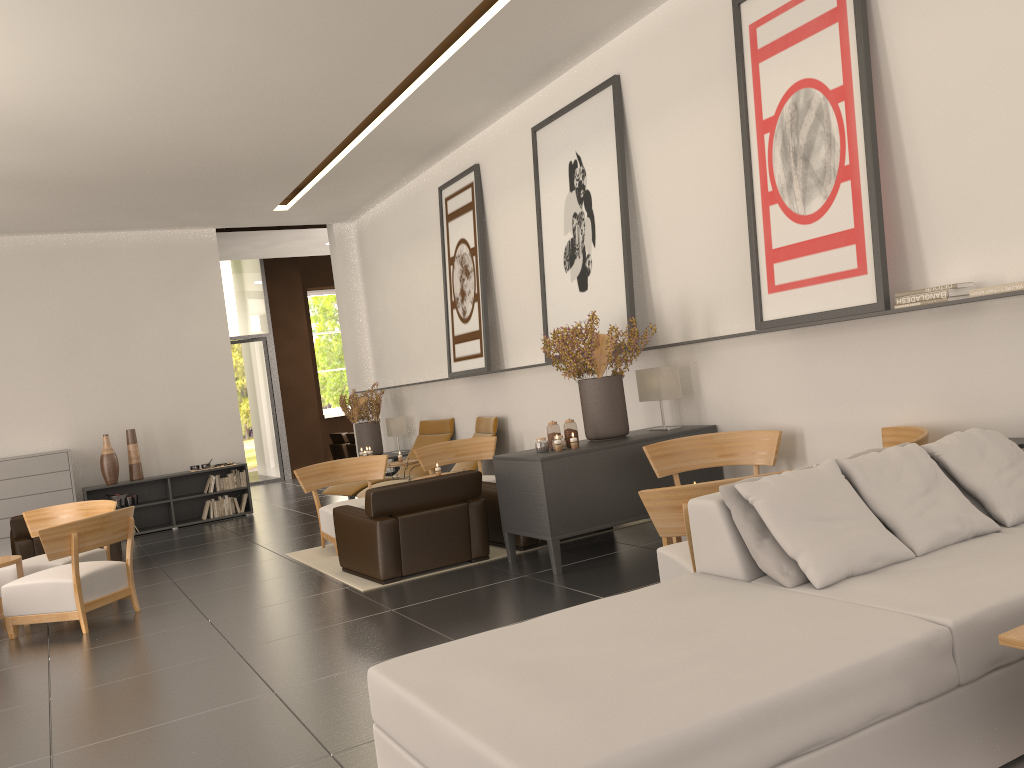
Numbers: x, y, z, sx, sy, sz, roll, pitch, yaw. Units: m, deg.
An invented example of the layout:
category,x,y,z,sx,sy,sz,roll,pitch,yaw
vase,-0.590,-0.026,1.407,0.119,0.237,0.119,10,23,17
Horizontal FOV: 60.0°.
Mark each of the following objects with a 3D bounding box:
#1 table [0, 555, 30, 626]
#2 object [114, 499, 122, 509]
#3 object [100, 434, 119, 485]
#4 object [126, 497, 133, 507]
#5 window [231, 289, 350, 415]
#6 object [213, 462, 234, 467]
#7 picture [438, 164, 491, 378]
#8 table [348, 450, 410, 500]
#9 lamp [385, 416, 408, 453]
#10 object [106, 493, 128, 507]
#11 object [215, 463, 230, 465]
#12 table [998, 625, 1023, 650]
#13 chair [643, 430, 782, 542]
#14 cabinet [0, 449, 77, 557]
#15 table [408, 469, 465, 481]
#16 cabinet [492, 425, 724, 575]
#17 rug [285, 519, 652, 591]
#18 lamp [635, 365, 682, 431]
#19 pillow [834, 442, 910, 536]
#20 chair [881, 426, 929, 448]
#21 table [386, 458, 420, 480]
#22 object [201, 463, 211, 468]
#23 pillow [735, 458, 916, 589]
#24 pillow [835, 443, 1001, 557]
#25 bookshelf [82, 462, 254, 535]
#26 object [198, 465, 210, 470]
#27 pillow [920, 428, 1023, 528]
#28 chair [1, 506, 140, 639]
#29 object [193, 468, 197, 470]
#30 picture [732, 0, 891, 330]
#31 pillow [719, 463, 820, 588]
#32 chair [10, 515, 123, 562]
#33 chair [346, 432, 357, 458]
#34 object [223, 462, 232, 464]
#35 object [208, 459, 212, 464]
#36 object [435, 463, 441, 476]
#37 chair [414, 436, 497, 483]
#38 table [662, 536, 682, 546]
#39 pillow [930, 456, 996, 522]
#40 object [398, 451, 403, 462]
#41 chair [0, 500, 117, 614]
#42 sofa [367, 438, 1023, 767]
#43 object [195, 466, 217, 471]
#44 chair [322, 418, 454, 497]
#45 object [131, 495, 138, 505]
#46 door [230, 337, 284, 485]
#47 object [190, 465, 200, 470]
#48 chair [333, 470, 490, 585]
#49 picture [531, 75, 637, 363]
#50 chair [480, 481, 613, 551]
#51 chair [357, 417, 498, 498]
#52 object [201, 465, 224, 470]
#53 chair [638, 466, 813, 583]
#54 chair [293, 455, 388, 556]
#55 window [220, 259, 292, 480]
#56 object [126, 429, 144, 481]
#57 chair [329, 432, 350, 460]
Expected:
category,x,y,z,sx,sy,sz,roll,pitch,yaw
table,-6.092,2.475,10.214,0.870,0.803,0.869,-8,0,-6
object,-7.710,2.347,17.376,0.135,0.179,0.135,-8,0,-27
object,-7.911,1.481,17.397,0.327,0.992,0.327,-8,0,-5
object,-7.542,2.323,17.499,0.135,0.179,0.136,-8,0,33
window,-4.143,-3.013,21.158,99.222,20.585,48.569,-8,0,-28
object,-6.044,1.692,18.575,0.405,0.034,0.293,-8,0,20
picture,-0.852,-1.909,15.515,0.385,3.494,1.598,-7,-1,-28
table,-2.736,1.931,18.624,1.602,0.840,1.598,-8,0,-28
lamp,-2.435,1.085,18.852,0.257,0.756,0.514,-7,0,-28
object,-7.811,2.293,17.565,0.414,0.310,0.142,-8,0,-13
object,-6.060,1.670,18.536,0.514,0.015,0.014,-7,0,39
table,3.069,1.277,3.209,1.602,0.840,1.598,-8,0,-28
chair,2.118,1.162,9.060,1.451,1.227,1.151,-8,0,12
cabinet,-9.883,2.392,16.608,3.083,1.877,1.039,-8,0,-28
table,-0.987,1.705,12.373,0.797,0.904,0.797,-8,0,-6
cabinet,1.166,1.272,10.321,2.403,1.240,1.119,-8,0,-28
rug,-0.721,2.131,12.267,4.004,0.010,3.554,-8,1,-28
lamp,1.795,0.177,10.727,0.257,0.758,0.514,-7,0,-28
pillow,2.542,0.719,5.761,0.920,0.591,0.557,-8,0,-28
chair,3.030,1.051,7.624,1.150,1.227,1.453,-8,0,17
table,-1.954,1.820,15.801,0.796,0.904,0.798,-8,0,39
object,-6.404,1.716,18.562,0.188,0.082,0.188,-8,0,-14
pillow,1.835,0.799,5.226,0.802,0.598,0.584,-8,0,-29
pillow,2.547,0.701,5.610,0.802,0.595,0.595,-8,0,-28
bookshelf,-6.951,2.388,18.014,3.083,1.079,0.739,-8,0,-28
object,-6.365,1.725,18.298,0.292,0.058,0.086,-8,0,-41
pillow,3.300,0.603,6.025,0.798,0.580,0.625,-8,0,-27
chair,-4.958,2.110,10.054,1.150,1.227,1.453,-8,0,17
object,-6.534,1.757,18.256,0.112,0.040,0.034,-8,0,16
picture,2.820,-2.347,8.562,0.385,3.494,1.598,-7,-1,-28
pillow,1.775,0.827,5.351,0.920,0.577,0.548,-8,0,-28
chair,-6.818,2.399,13.583,1.539,1.076,1.498,-8,0,-28
chair,-4.108,1.920,26.906,1.501,1.076,1.536,-8,0,-28
object,-6.045,1.668,18.589,0.514,0.015,0.014,-7,0,30
object,-6.383,1.661,18.613,0.086,0.152,0.262,-8,0,30
object,-1.033,1.195,12.372,0.076,0.187,0.076,-8,0,11
chair,-0.666,1.489,13.694,1.453,1.227,1.149,-8,0,-28
table,1.710,1.441,7.827,0.871,0.803,0.869,-8,0,-36
pillow,3.304,0.653,6.189,0.919,0.510,0.615,-8,0,-26
object,-1.994,1.296,15.803,0.080,0.187,0.080,-8,0,26
chair,-5.870,2.221,11.490,1.451,1.227,1.151,-8,0,12
sofa,2.961,1.098,3.404,5.531,1.205,5.598,-8,0,-28
object,-6.269,1.735,18.246,0.515,0.015,0.014,-8,0,-36
chair,-2.283,1.559,16.759,2.424,1.486,1.298,-8,0,-38
object,-7.541,2.321,17.732,0.135,0.179,0.135,-8,0,-22
door,-8.127,0.888,25.837,2.378,4.270,0.100,-8,-1,-13
object,-6.602,1.743,18.460,0.188,0.082,0.188,-8,0,22
chair,-1.208,1.665,10.747,1.539,1.076,1.498,-8,0,-28
picture,0.929,-2.122,12.143,0.385,3.494,2.190,-7,0,-28
chair,0.355,1.446,11.589,1.539,1.076,1.498,-8,0,-28
chair,-1.418,1.456,15.122,2.423,1.486,1.298,-8,0,-18
object,-6.191,1.725,18.244,0.515,0.015,0.014,-8,0,-30
chair,1.680,1.242,6.652,1.452,1.227,1.150,-8,0,-3
chair,-2.292,1.716,12.818,1.453,1.227,1.149,-8,0,-28
window,-11.509,-0.207,23.793,10.319,7.383,0.100,-8,0,-28
object,-7.601,1.419,17.815,0.262,1.025,0.262,-7,-1,-25
chair,-4.940,2.019,28.482,1.501,1.076,1.536,-8,0,-28
